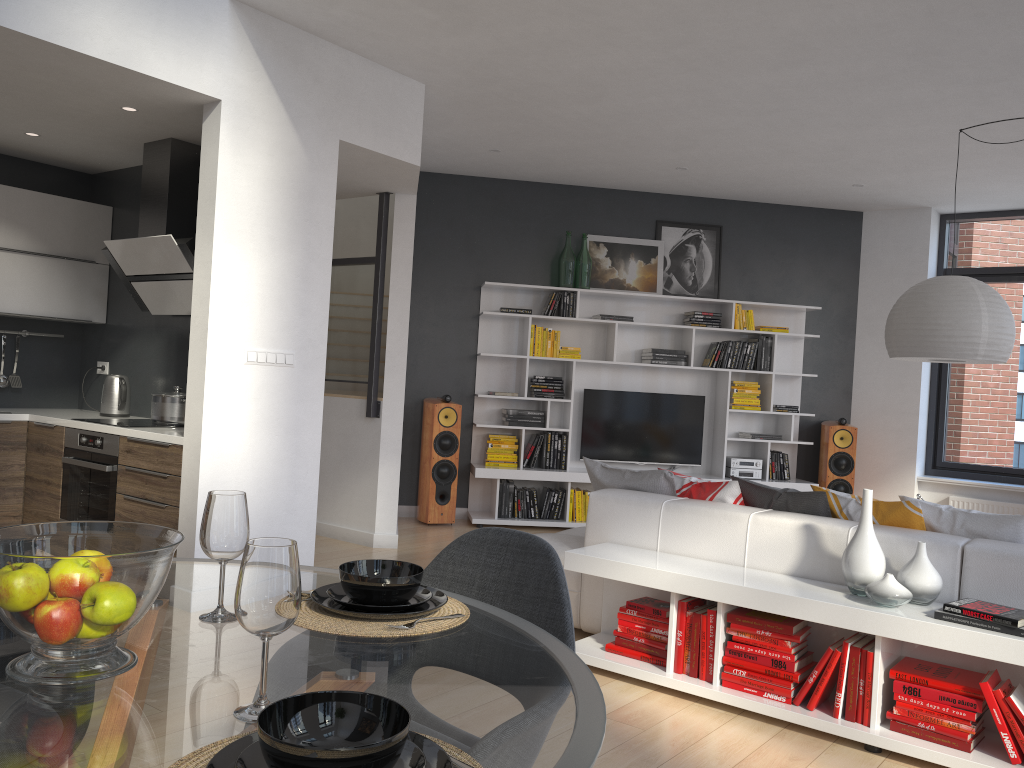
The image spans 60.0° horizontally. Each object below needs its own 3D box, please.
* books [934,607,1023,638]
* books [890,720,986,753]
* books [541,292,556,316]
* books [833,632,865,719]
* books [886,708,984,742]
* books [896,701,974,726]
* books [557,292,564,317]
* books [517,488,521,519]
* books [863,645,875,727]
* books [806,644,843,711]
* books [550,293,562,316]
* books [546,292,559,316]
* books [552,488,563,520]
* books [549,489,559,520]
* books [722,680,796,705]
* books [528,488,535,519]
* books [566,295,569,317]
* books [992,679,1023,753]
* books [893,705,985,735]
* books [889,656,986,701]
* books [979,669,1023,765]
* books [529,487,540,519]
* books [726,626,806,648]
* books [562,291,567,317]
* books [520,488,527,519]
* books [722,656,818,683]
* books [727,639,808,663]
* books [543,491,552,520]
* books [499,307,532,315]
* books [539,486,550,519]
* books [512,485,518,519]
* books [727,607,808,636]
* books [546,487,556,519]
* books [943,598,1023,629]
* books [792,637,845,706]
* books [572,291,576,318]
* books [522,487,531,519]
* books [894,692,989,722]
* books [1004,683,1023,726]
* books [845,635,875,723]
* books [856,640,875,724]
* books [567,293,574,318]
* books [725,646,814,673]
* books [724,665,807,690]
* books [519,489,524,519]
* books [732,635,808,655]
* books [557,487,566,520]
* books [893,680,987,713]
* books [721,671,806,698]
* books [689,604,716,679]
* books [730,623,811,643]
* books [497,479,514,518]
[{"bbox_3d":[1.634,0.800,3.017,0.300,0.026,0.245,4,0,42],"label":"books"},{"bbox_3d":[1.491,1.208,3.106,0.259,0.034,0.206,4,0,40],"label":"books"},{"bbox_3d":[0.310,-0.683,7.665,0.096,0.213,0.166,3,0,-9],"label":"books"},{"bbox_3d":[1.242,1.071,3.268,0.046,0.282,0.199,4,0,37],"label":"books"},{"bbox_3d":[1.480,1.178,3.105,0.266,0.026,0.187,4,0,43],"label":"books"},{"bbox_3d":[1.489,1.129,3.099,0.236,0.023,0.178,4,0,37],"label":"books"},{"bbox_3d":[0.419,-0.679,7.674,0.021,0.221,0.156,3,0,-8],"label":"books"},{"bbox_3d":[0.049,1.015,7.556,0.053,0.240,0.189,3,0,-7],"label":"books"},{"bbox_3d":[1.314,1.080,3.203,0.028,0.269,0.181,4,0,37],"label":"books"},{"bbox_3d":[1.192,1.083,3.306,0.115,0.245,0.192,4,0,37],"label":"books"},{"bbox_3d":[0.371,-0.679,7.666,0.074,0.212,0.154,3,0,-9],"label":"books"},{"bbox_3d":[0.341,-0.681,7.675,0.087,0.214,0.171,3,0,-7],"label":"books"},{"bbox_3d":[0.376,1.027,7.609,0.084,0.249,0.191,3,0,-8],"label":"books"},{"bbox_3d":[0.340,1.028,7.592,0.071,0.243,0.179,3,0,-9],"label":"books"},{"bbox_3d":[0.993,1.181,3.470,0.274,0.029,0.200,4,0,37],"label":"books"},{"bbox_3d":[0.155,1.018,7.559,0.066,0.242,0.177,3,0,-8],"label":"books"},{"bbox_3d":[0.467,-0.668,7.681,0.021,0.200,0.147,3,0,-8],"label":"books"},{"bbox_3d":[1.684,1.122,2.940,0.148,0.232,0.171,4,0,39],"label":"books"},{"bbox_3d":[1.494,1.153,3.104,0.257,0.025,0.182,4,0,37],"label":"books"},{"bbox_3d":[1.522,1.037,3.135,0.301,0.032,0.227,4,0,37],"label":"books"},{"bbox_3d":[1.651,1.111,2.974,0.134,0.248,0.192,4,0,37],"label":"books"},{"bbox_3d":[0.189,1.016,7.567,0.083,0.249,0.191,3,0,-8],"label":"books"},{"bbox_3d":[1.001,0.980,3.487,0.257,0.025,0.182,4,0,37],"label":"books"},{"bbox_3d":[0.443,-0.684,7.682,0.025,0.232,0.176,3,0,-8],"label":"books"},{"bbox_3d":[0.097,1.015,7.548,0.050,0.242,0.169,3,0,-8],"label":"books"},{"bbox_3d":[1.015,1.098,3.485,0.301,0.032,0.227,4,0,37],"label":"books"},{"bbox_3d":[1.003,1.029,3.478,0.261,0.027,0.191,4,0,33],"label":"books"},{"bbox_3d":[0.291,1.028,7.573,0.069,0.242,0.172,3,0,-7],"label":"books"},{"bbox_3d":[0.029,-0.617,7.612,0.268,0.046,0.208,3,0,-4],"label":"books"},{"bbox_3d":[0.266,1.016,7.598,0.066,0.260,0.197,3,0,-8],"label":"books"},{"bbox_3d":[0.018,0.997,7.555,0.053,0.268,0.202,3,0,-8],"label":"books"},{"bbox_3d":[1.006,0.925,3.487,0.259,0.034,0.206,4,0,34],"label":"books"},{"bbox_3d":[0.312,1.022,7.602,0.075,0.254,0.192,3,0,-9],"label":"books"},{"bbox_3d":[1.620,0.773,2.998,0.188,0.027,0.238,3,0,-39],"label":"books"},{"bbox_3d":[1.163,1.081,3.337,0.144,0.247,0.188,4,0,38],"label":"books"},{"bbox_3d":[0.525,-0.679,7.683,0.019,0.230,0.174,3,0,-8],"label":"books"},{"bbox_3d":[0.124,1.011,7.563,0.066,0.255,0.193,3,0,-8],"label":"books"},{"bbox_3d":[1.501,1.105,3.097,0.261,0.027,0.191,4,0,41],"label":"books"},{"bbox_3d":[1.728,1.130,2.906,0.186,0.223,0.188,4,0,38],"label":"books"},{"bbox_3d":[1.282,1.078,3.258,0.038,0.270,0.215,4,0,37],"label":"books"},{"bbox_3d":[1.301,1.082,3.232,0.028,0.266,0.188,4,0,37],"label":"books"},{"bbox_3d":[0.496,-0.674,7.686,0.038,0.218,0.169,3,0,-8],"label":"books"},{"bbox_3d":[1.013,1.063,3.490,0.279,0.039,0.206,4,0,38],"label":"books"},{"bbox_3d":[0.989,1.125,3.459,0.266,0.026,0.187,4,0,37],"label":"books"},{"bbox_3d":[0.074,1.017,7.552,0.049,0.236,0.170,3,0,-7],"label":"books"},{"bbox_3d":[1.009,1.004,3.469,0.236,0.023,0.178,4,0,37],"label":"books"},{"bbox_3d":[0.410,1.025,7.614,0.066,0.260,0.197,3,0,-8],"label":"books"},{"bbox_3d":[1.510,1.072,3.111,0.279,0.039,0.206,4,0,36],"label":"books"},{"bbox_3d":[0.986,1.152,3.455,0.282,0.030,0.188,4,0,39],"label":"books"},{"bbox_3d":[0.795,1.053,3.641,0.034,0.259,0.207,4,0,37],"label":"books"},{"bbox_3d":[1.014,0.956,3.470,0.266,0.026,0.187,4,0,32],"label":"books"},{"bbox_3d":[-0.070,0.969,7.548,0.128,0.321,0.259,3,0,-8],"label":"books"}]
